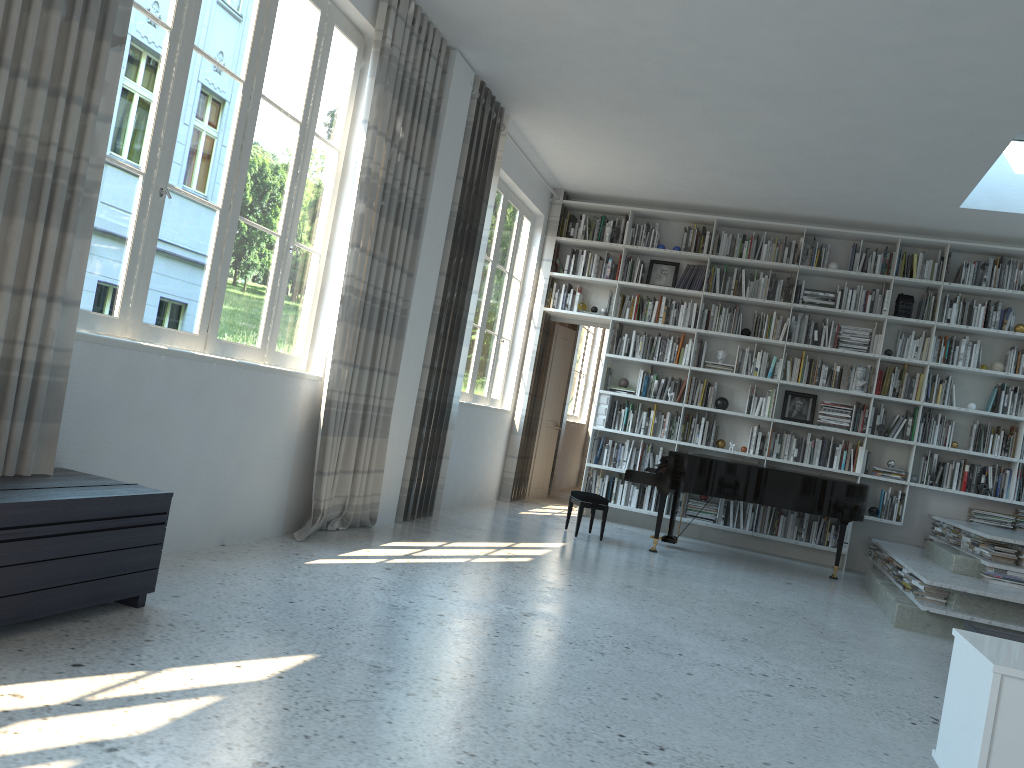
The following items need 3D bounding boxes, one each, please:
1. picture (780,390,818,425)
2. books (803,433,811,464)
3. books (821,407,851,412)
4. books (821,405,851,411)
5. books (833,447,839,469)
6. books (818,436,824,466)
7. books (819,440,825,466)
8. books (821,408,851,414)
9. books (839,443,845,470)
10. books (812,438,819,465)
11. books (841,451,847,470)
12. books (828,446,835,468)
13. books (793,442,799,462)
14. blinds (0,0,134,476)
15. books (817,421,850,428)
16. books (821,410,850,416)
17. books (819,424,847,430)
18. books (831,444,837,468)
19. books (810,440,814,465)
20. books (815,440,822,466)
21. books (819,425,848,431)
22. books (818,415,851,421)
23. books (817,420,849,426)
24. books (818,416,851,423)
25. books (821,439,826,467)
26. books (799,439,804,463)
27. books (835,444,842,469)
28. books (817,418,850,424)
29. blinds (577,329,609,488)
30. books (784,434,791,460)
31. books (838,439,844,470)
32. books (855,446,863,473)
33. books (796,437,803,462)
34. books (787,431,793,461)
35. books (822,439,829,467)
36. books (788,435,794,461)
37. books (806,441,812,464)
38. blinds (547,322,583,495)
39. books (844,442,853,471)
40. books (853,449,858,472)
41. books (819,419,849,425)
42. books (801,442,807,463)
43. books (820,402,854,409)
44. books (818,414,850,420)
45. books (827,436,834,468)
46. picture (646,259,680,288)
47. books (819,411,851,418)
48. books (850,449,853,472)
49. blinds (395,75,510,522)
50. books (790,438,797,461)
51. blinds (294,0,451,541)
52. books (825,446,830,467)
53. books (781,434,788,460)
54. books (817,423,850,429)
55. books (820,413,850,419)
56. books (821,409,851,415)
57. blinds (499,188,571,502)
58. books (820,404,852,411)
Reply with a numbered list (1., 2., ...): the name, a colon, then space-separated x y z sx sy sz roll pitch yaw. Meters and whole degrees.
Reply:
1. picture: 2.762 0.229 8.538 0.300 0.299 0.077 10 -1 16
2. books: 2.806 0.613 8.443 0.026 0.291 0.152 10 -1 16
3. books: 3.065 0.244 8.397 0.254 0.012 0.161 10 -2 13
4. books: 3.067 0.232 8.395 0.254 0.012 0.161 10 -2 12
5. books: 3.047 0.698 8.359 0.023 0.204 0.167 10 -1 16
6. books: 2.928 0.637 8.421 0.014 0.286 0.134 10 -1 16
7. books: 2.936 0.655 8.411 0.011 0.251 0.158 10 -1 16
8. books: 3.063 0.256 8.394 0.254 0.012 0.161 10 -2 12
9. books: 3.109 0.683 8.363 0.014 0.256 0.145 10 -1 16
10. books: 2.883 0.646 8.436 0.025 0.254 0.136 10 -1 16
11. books: 3.114 0.719 8.334 0.023 0.183 0.169 10 -1 16
12. books: 3.011 0.690 8.371 0.024 0.207 0.183 10 -1 16
13. books: 2.704 0.650 8.451 0.029 0.184 0.174 10 -1 16
14. blinds: -1.532 -0.923 2.818 0.132 3.260 0.722 10 -1 16
15. books: 3.041 0.387 8.399 0.285 0.012 0.159 10 -2 15
16. books: 3.059 0.280 8.396 0.254 0.012 0.161 9 -2 19
17. books: 3.036 0.410 8.396 0.254 0.012 0.161 9 -2 18
18. books: 3.035 0.680 8.376 0.014 0.235 0.154 10 -1 16
19. books: 2.851 0.649 8.430 0.031 0.237 0.159 10 -1 16
20. books: 2.899 0.652 8.403 0.026 0.245 0.191 10 -1 16
21. books: 3.033 0.422 8.391 0.254 0.012 0.161 10 -2 12
22. books: 3.051 0.328 8.397 0.285 0.012 0.159 9 -2 18
23. books: 3.041 0.374 8.389 0.285 0.012 0.159 9 -2 21
24. books: 3.050 0.340 8.399 0.285 0.012 0.159 10 -2 17
25. books: 2.944 0.652 8.398 0.010 0.261 0.181 10 -1 16
26. books: 2.760 0.637 8.454 0.013 0.230 0.139 10 -1 16
27. books: 3.071 0.686 8.353 0.023 0.234 0.175 10 -1 16
28. books: 3.048 0.352 8.402 0.285 0.012 0.159 10 -2 16
29. blinds: 1.374 -0.065 13.172 0.139 3.230 0.776 10 -1 16
30. books: 2.632 0.607 8.486 0.027 0.245 0.179 10 -1 16
31. books: 3.097 0.661 8.360 0.014 0.293 0.137 10 -1 16
32. books: 3.240 0.709 8.295 0.033 0.246 0.176 10 -1 16
33. books: 2.738 0.629 8.450 0.029 0.238 0.166 10 -1 16
34. books: 2.653 0.592 8.478 0.013 0.282 0.166 10 -1 16
35. books: 2.960 0.652 8.386 0.028 0.264 0.161 10 -1 16
36. books: 2.671 0.615 8.490 0.021 0.244 0.141 10 -1 16
37. books: 2.827 0.653 8.444 0.025 0.220 0.140 10 -1 16
38. blinds: 0.616 -0.283 10.490 0.139 3.230 0.776 10 -1 16
39. books: 3.158 0.682 8.336 0.026 0.272 0.175 10 -1 16
40. books: 3.208 0.718 8.309 0.011 0.216 0.166 10 -1 16
41. books: 3.043 0.362 8.390 0.254 0.012 0.161 10 -2 11
42. books: 2.771 0.655 8.437 0.023 0.196 0.165 10 -1 16
43. books: 3.070 0.208 8.393 0.285 0.012 0.159 10 -2 11
44. books: 3.051 0.316 8.391 0.285 0.012 0.159 9 -2 21
45. books: 3.003 0.643 8.379 0.012 0.296 0.178 10 -1 16
46. picture: 1.524 -1.101 8.980 0.300 0.299 0.077 10 -1 16
47. books: 3.056 0.292 8.391 0.285 0.012 0.159 9 -2 21
48. books: 3.182 0.716 8.315 0.042 0.212 0.169 10 -1 16
49. blinds: -0.461 -0.593 6.677 0.139 3.230 0.776 10 -1 16
50. books: 2.684 0.630 8.463 0.023 0.217 0.174 10 -1 16
51. blinds: -0.815 -0.715 5.397 0.183 3.260 1.026 10 -1 16
52. books: 2.981 0.688 8.393 0.021 0.202 0.128 10 -1 16
53. books: 2.613 0.603 8.510 0.024 0.247 0.132 10 -1 16
54. books: 3.037 0.398 8.389 0.285 0.012 0.159 10 -2 11
55. books: 3.054 0.304 8.391 0.254 0.012 0.161 10 -2 11
56. books: 3.061 0.268 8.396 0.254 0.012 0.161 10 -2 13
57. blinds: 0.296 -0.375 9.358 0.139 3.230 0.776 10 -1 16
58. books: 3.070 0.220 8.399 0.285 0.012 0.159 9 -2 18
